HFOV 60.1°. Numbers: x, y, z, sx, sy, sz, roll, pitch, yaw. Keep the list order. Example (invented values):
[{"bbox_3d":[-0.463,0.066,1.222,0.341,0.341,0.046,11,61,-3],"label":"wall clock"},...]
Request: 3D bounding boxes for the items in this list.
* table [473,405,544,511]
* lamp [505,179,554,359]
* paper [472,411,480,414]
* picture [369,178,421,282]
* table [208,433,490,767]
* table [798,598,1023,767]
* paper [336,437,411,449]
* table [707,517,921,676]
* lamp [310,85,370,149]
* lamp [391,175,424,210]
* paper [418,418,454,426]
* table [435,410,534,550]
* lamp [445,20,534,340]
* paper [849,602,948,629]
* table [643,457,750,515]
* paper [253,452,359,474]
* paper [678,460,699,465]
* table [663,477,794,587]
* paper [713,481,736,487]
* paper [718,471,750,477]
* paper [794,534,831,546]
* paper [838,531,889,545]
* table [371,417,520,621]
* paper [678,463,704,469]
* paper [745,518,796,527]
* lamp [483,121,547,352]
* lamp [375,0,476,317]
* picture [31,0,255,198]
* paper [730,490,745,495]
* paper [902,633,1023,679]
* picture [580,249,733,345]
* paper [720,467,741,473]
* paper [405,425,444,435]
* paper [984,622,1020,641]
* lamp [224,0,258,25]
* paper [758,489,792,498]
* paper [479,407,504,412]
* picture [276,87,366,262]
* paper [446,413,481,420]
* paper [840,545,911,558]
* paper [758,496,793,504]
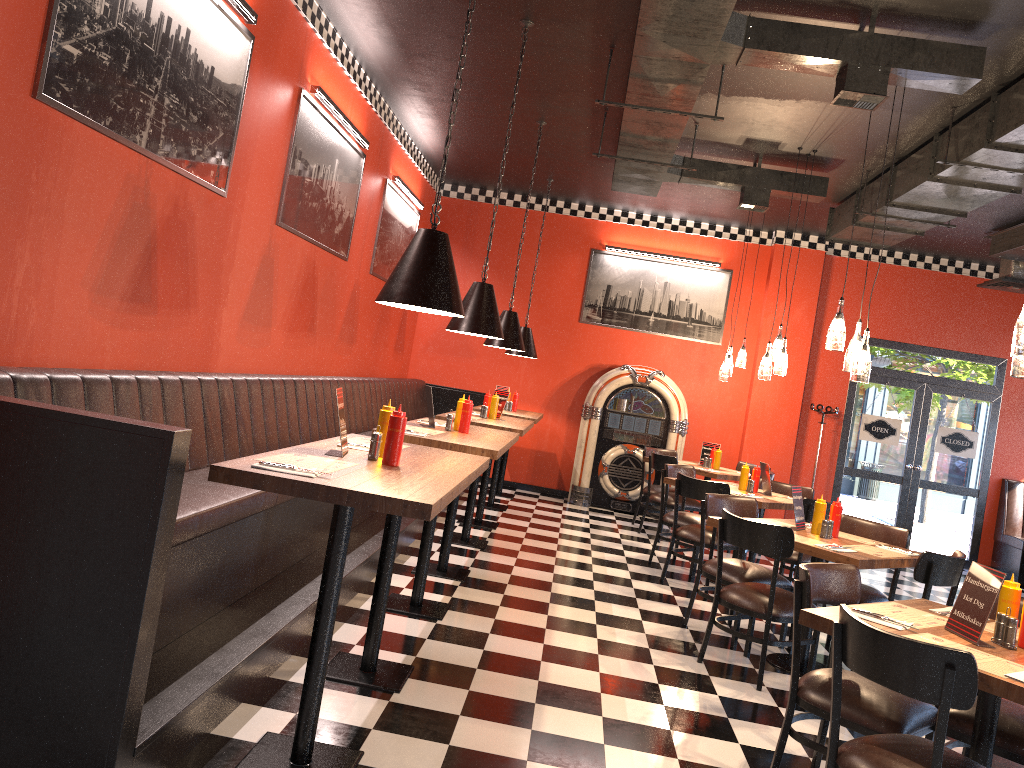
[{"bbox_3d":[-0.108,0.793,9.848,0.696,1.001,1.690,9,0,4],"label":"table"},{"bbox_3d":[0.271,-1.325,10.097,0.380,2.047,0.383,11,-2,-44],"label":"lamp"},{"bbox_3d":[-0.335,0.268,8.328,0.261,0.001,0.365,10,1,7],"label":"paper"},{"bbox_3d":[-1.221,-1.527,9.438,0.023,0.940,1.768,9,0,4],"label":"picture"},{"bbox_3d":[-0.596,0.796,3.502,0.696,1.001,1.690,9,0,4],"label":"table"},{"bbox_3d":[1.618,1.287,3.051,0.956,0.775,0.959,10,0,-40],"label":"table"},{"bbox_3d":[-0.632,0.275,4.070,0.261,0.001,0.365,10,1,7],"label":"paper"},{"bbox_3d":[1.769,1.283,5.206,0.953,0.775,0.963,10,0,-40],"label":"table"},{"bbox_3d":[-1.309,-2.029,6.815,0.081,0.056,1.442,9,1,4],"label":"lamp"},{"bbox_3d":[-1.106,-2.030,9.450,0.081,0.056,1.442,9,1,4],"label":"lamp"},{"bbox_3d":[-0.503,0.268,6.241,0.261,0.001,0.365,10,1,7],"label":"paper"},{"bbox_3d":[-0.272,0.794,7.715,0.696,1.001,1.690,9,0,4],"label":"table"},{"bbox_3d":[-0.069,-1.323,5.681,0.380,2.047,0.383,11,-2,-44],"label":"lamp"},{"bbox_3d":[1.476,0.867,3.328,0.364,0.001,0.262,9,1,-40],"label":"paper"},{"bbox_3d":[2.005,1.268,9.365,0.953,0.775,0.963,10,0,-40],"label":"table"},{"bbox_3d":[-0.714,0.274,3.114,0.261,0.001,0.365,10,1,7],"label":"paper"},{"bbox_3d":[1.858,0.847,9.610,0.364,0.001,0.262,9,1,-38],"label":"paper"},{"bbox_3d":[1.876,1.273,7.344,0.953,0.775,0.963,10,0,-40],"label":"table"},{"bbox_3d":[1.736,0.853,7.616,0.364,0.001,0.262,9,1,-41],"label":"paper"},{"bbox_3d":[2.275,0.923,9.126,0.364,0.001,0.262,9,1,-41],"label":"paper"},{"bbox_3d":[1.591,0.864,4.986,0.260,0.001,0.366,9,1,-42],"label":"paper"},{"bbox_3d":[2.078,0.939,5.436,0.260,0.001,0.366,9,1,-42],"label":"paper"},{"bbox_3d":[-0.434,0.795,5.614,0.696,1.001,1.690,9,0,4],"label":"table"},{"bbox_3d":[1.834,0.849,9.147,0.260,0.001,0.366,9,1,-41],"label":"paper"},{"bbox_3d":[1.607,0.860,5.449,0.364,0.001,0.262,9,1,-40],"label":"paper"},{"bbox_3d":[0.099,-1.324,7.864,0.380,2.047,0.383,11,-2,-44],"label":"lamp"},{"bbox_3d":[-0.218,-1.322,3.751,0.380,2.047,0.383,11,-2,-44],"label":"lamp"},{"bbox_3d":[-1.626,-1.524,4.176,0.023,0.940,1.768,9,0,4],"label":"picture"},{"bbox_3d":[1.721,0.857,7.139,0.260,0.001,0.366,9,1,-39],"label":"paper"},{"bbox_3d":[1.453,0.869,2.851,0.260,0.001,0.366,9,1,-38],"label":"paper"},{"bbox_3d":[1.794,-1.086,11.043,1.770,0.941,0.023,10,-2,5],"label":"picture"},{"bbox_3d":[2.329,0.926,9.588,0.260,0.001,0.366,9,1,-41],"label":"paper"},{"bbox_3d":[-0.554,0.272,5.276,0.261,0.001,0.365,10,1,7],"label":"paper"},{"bbox_3d":[1.932,0.943,3.267,0.260,0.001,0.366,9,1,-41],"label":"paper"},{"bbox_3d":[-1.510,-2.028,4.206,0.081,0.056,1.442,9,1,4],"label":"lamp"},{"bbox_3d":[2.193,0.930,7.564,0.260,0.001,0.366,9,1,-42],"label":"paper"},{"bbox_3d":[-0.209,0.273,9.536,0.261,0.001,0.365,10,1,7],"label":"paper"},{"bbox_3d":[-1.424,-1.525,6.807,0.023,0.940,1.768,9,0,4],"label":"picture"},{"bbox_3d":[-0.403,0.269,7.411,0.261,0.001,0.365,10,1,7],"label":"paper"},{"bbox_3d":[2.032,0.938,4.973,0.364,0.001,0.262,9,1,-43],"label":"paper"},{"bbox_3d":[2.178,0.933,7.116,0.364,0.001,0.262,9,1,-41],"label":"paper"}]
